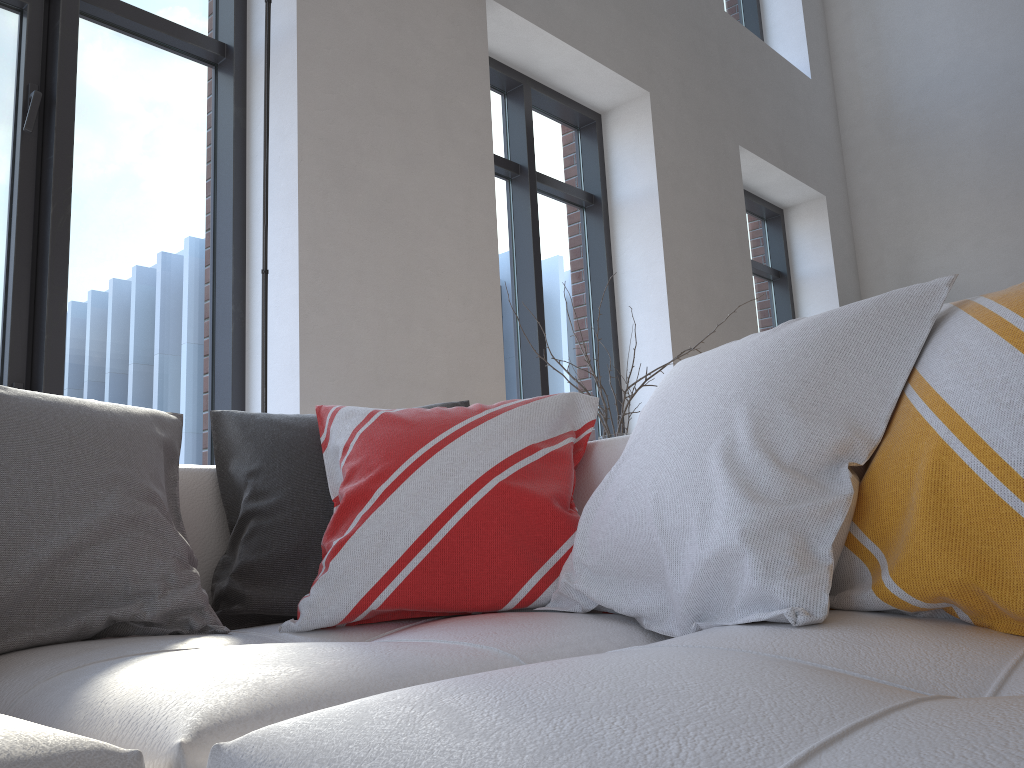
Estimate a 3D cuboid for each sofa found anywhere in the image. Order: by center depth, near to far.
[{"bbox_3d":[0.059,0.219,0.284,3.424,0.732,2.614,-13,-14,42],"label":"sofa"}]

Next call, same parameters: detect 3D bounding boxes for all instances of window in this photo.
[{"bbox_3d":[-1.495,-0.675,2.888,0.170,2.402,1.310,-13,-14,42],"label":"window"},{"bbox_3d":[0.077,-0.448,4.550,0.170,2.402,1.310,-13,-14,42],"label":"window"},{"bbox_3d":[1.649,-0.220,6.212,0.170,2.402,1.310,-13,-14,42],"label":"window"},{"bbox_3d":[1.477,-3.508,6.826,0.170,2.402,1.310,-13,-14,42],"label":"window"}]

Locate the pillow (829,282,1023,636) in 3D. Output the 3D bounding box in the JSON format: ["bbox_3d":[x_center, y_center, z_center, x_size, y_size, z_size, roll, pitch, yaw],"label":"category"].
[{"bbox_3d":[-0.216,0.097,0.942,2.095,0.440,0.630,-3,-11,0],"label":"pillow"}]

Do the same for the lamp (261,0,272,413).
[{"bbox_3d":[-0.384,-0.462,1.736,0.710,2.647,3.199,-1,-11,-11],"label":"lamp"}]

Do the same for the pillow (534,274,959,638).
[{"bbox_3d":[-0.532,0.087,0.896,2.156,0.456,0.580,1,-11,-21],"label":"pillow"}]

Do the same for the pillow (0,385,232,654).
[{"bbox_3d":[0.382,-0.003,0.683,2.953,0.453,0.647,-9,-12,30],"label":"pillow"}]

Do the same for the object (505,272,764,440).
[{"bbox_3d":[0.274,0.047,2.187,0.607,0.744,0.406,-2,-11,-7],"label":"object"}]

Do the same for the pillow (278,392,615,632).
[{"bbox_3d":[0.541,0.076,0.982,2.250,0.449,0.575,-12,-14,39],"label":"pillow"}]

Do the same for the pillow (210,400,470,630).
[{"bbox_3d":[0.296,0.102,1.198,2.120,0.436,0.608,-11,-13,38],"label":"pillow"}]
